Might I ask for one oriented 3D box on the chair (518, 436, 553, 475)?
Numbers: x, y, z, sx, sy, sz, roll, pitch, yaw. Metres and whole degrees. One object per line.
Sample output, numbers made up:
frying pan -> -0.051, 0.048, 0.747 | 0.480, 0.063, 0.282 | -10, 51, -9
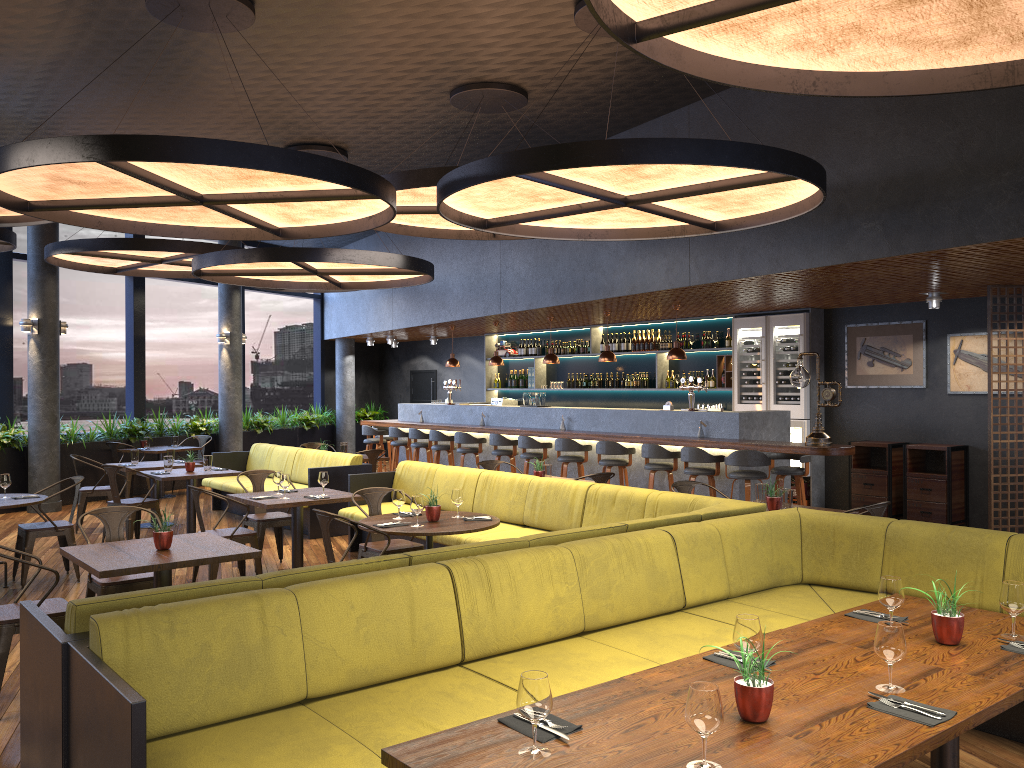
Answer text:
chair -> 0.301, 1.212, 11.939 | 0.438, 1.048, 0.483 | 0, 0, -10

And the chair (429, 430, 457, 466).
chair -> -1.044, 1.220, 13.590 | 0.438, 1.048, 0.483 | 0, 0, -10

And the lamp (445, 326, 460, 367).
lamp -> -0.991, -0.622, 14.783 | 0.250, 0.673, 0.250 | 0, 0, 39

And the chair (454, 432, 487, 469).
chair -> -0.622, 1.217, 12.997 | 0.438, 1.048, 0.483 | 0, 0, -19

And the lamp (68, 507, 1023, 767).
lamp -> 2.860, 0.360, 4.872 | 9.057, 2.714, 3.017 | 0, 0, -39

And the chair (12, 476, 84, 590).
chair -> -4.104, 1.295, 7.888 | 0.541, 0.917, 0.504 | 0, 0, -38

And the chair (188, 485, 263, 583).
chair -> -2.411, 1.286, 7.400 | 0.541, 0.917, 0.504 | 0, 0, -38

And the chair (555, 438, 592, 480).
chair -> 0.791, 1.209, 11.390 | 0.483, 1.048, 0.438 | 0, 0, 12

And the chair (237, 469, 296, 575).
chair -> -2.309, 1.286, 8.376 | 0.504, 0.917, 0.541 | 0, 0, -38

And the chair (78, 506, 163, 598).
chair -> -2.542, 1.285, 5.802 | 0.504, 0.917, 0.541 | 0, 0, -38

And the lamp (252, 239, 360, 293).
lamp -> -3.505, -2.219, 15.278 | 1.979, 1.093, 1.979 | 0, 0, 15

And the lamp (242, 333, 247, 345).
lamp -> -4.822, -0.796, 15.831 | 0.215, 0.215, 0.189 | 0, 0, 30

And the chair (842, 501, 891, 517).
chair -> 2.360, 1.261, 6.230 | 0.504, 0.917, 0.541 | 0, 0, -38

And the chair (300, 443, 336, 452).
chair -> -2.688, 1.292, 12.425 | 0.504, 0.917, 0.541 | 0, 0, -38

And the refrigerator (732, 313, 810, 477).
refrigerator -> 3.555, 0.138, 11.955 | 0.454, 2.109, 1.159 | 0, 0, -39

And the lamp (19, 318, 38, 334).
lamp -> -6.629, -0.790, 12.107 | 0.215, 0.215, 0.189 | 0, 0, 19

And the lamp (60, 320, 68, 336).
lamp -> -6.417, -0.791, 12.629 | 0.215, 0.215, 0.189 | 0, 0, 27

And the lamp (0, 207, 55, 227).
lamp -> -5.279, -2.158, 7.551 | 2.778, 1.159, 2.778 | 0, 0, 29

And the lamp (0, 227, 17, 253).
lamp -> -6.899, -2.207, 10.318 | 1.979, 1.093, 1.979 | 0, 0, 15

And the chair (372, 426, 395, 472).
chair -> -2.315, 1.229, 16.233 | 0.483, 1.048, 0.438 | 0, 0, -10

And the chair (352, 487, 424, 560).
chair -> -0.947, 1.278, 6.824 | 0.504, 0.917, 0.541 | 0, 0, -38

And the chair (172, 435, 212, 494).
chair -> -5.185, 1.306, 14.457 | 0.504, 0.917, 0.541 | 0, 0, 17

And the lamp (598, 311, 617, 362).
lamp -> 1.285, -0.636, 11.936 | 0.250, 0.673, 0.250 | 0, 0, -6

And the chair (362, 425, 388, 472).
chair -> -2.343, 1.228, 15.245 | 0.483, 1.048, 0.438 | 0, 0, 23

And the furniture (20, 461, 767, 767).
furniture -> -0.331, 1.277, 5.399 | 4.895, 0.914, 7.462 | 0, 0, -44

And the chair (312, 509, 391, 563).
chair -> -1.051, 1.278, 5.947 | 0.541, 0.917, 0.504 | 0, 0, -38

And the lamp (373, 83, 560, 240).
lamp -> -0.218, -2.182, 8.502 | 2.778, 1.159, 2.778 | 0, 0, 12

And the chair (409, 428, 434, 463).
chair -> -1.412, 1.222, 14.172 | 0.483, 1.048, 0.438 | 0, 0, 23

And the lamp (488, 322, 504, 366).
lamp -> -0.246, -0.626, 13.851 | 0.250, 0.673, 0.250 | 0, 0, -6

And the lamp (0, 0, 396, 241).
lamp -> -2.239, -1.997, 6.400 | 2.778, 1.475, 2.778 | 0, 0, 11

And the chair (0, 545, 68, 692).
chair -> -2.682, 1.285, 4.862 | 0.541, 0.917, 0.504 | 0, 0, -38

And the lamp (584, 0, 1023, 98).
lamp -> 1.574, -2.020, 2.580 | 2.778, 1.475, 2.778 | 0, 0, -38

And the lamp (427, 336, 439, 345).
lamp -> -1.562, -0.876, 17.698 | 0.228, 0.172, 0.228 | 0, 0, -39

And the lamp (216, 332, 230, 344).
lamp -> -5.014, -0.796, 15.301 | 0.215, 0.215, 0.189 | 0, 0, 12

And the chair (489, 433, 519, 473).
chair -> -0.083, 1.214, 12.507 | 0.483, 1.048, 0.438 | 0, 0, 23

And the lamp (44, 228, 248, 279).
lamp -> -4.689, -2.157, 11.869 | 2.778, 1.159, 2.778 | 0, 0, -3

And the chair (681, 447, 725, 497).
chair -> 2.075, 1.201, 9.721 | 0.438, 1.048, 0.483 | 0, 0, -10

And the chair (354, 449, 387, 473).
chair -> -1.900, 1.287, 11.438 | 0.504, 0.917, 0.541 | 0, 0, -38

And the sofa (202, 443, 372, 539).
sofa -> -2.980, 1.296, 11.361 | 0.966, 0.914, 3.061 | 0, 0, -39

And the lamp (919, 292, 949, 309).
lamp -> 4.625, -0.915, 9.717 | 0.228, 0.172, 0.228 | 0, 0, -39

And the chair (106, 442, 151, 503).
chair -> -5.758, 1.308, 13.257 | 0.504, 0.917, 0.541 | 0, 0, 26

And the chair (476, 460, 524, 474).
chair -> -0.091, 1.276, 9.321 | 0.504, 0.917, 0.541 | 0, 0, -38

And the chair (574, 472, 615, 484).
chair -> 0.687, 1.271, 8.348 | 0.504, 0.917, 0.541 | 0, 0, -38

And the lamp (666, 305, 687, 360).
lamp -> 2.039, -0.640, 10.992 | 0.250, 0.673, 0.250 | 0, 0, -6

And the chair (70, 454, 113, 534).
chair -> -5.030, 1.302, 10.701 | 0.541, 0.917, 0.504 | 0, 0, -20

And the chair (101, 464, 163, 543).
chair -> -4.076, 1.296, 9.469 | 0.504, 0.917, 0.541 | 0, 0, 29

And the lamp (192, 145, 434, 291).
lamp -> -2.320, -1.993, 10.506 | 2.778, 1.475, 2.778 | 0, 0, 16

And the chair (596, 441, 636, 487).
chair -> 1.249, 1.206, 10.851 | 0.438, 1.048, 0.483 | 0, 0, -24

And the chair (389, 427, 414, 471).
chair -> -1.794, 1.225, 14.630 | 0.483, 1.048, 0.438 | 0, 0, 23

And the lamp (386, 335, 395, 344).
lamp -> -2.385, -0.873, 17.429 | 0.228, 0.172, 0.228 | 0, 0, -39

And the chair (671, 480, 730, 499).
chair -> 1.582, 1.265, 7.204 | 0.504, 0.917, 0.541 | 0, 0, -38

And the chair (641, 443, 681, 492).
chair -> 1.738, 1.203, 10.248 | 0.483, 1.048, 0.438 | 0, 0, 23

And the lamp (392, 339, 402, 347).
lamp -> -2.506, -0.871, 18.878 | 0.228, 0.172, 0.228 | 0, 0, -39

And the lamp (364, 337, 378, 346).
lamp -> -2.893, -0.869, 18.092 | 0.228, 0.172, 0.228 | 0, 0, -39

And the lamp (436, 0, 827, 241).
lamp -> 0.836, -2.012, 6.525 | 2.778, 1.475, 2.778 | 0, 0, -35

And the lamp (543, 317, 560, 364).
lamp -> 0.564, -0.631, 12.837 | 0.250, 0.673, 0.250 | 0, 0, -6
